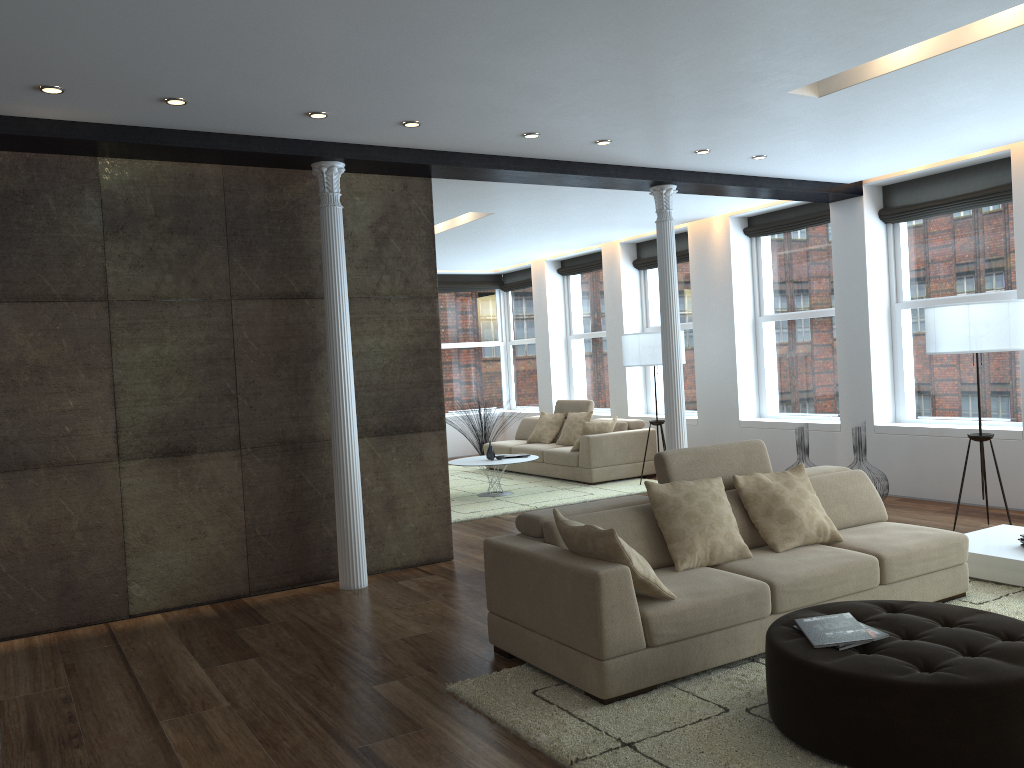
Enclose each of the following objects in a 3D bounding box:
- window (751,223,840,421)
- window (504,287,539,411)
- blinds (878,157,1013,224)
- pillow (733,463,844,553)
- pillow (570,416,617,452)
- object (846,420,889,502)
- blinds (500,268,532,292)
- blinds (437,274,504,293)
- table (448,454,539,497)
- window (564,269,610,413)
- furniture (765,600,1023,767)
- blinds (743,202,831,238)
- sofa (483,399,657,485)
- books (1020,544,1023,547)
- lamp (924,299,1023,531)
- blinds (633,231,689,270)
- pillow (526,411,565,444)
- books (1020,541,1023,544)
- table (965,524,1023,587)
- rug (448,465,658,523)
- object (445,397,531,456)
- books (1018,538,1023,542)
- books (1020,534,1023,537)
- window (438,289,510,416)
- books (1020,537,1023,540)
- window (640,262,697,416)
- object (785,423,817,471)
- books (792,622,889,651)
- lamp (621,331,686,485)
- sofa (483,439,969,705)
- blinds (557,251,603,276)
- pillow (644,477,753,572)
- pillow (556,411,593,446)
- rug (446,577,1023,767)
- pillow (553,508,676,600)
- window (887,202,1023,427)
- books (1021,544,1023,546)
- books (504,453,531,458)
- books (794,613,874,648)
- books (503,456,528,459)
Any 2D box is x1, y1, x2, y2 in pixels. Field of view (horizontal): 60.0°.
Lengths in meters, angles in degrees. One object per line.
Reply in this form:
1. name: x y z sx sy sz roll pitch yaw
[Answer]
1. window: 3.184 -0.731 9.680 0.123 2.400 1.391 -4 2 -30
2. window: 2.518 -0.395 23.015 34.761 17.917 13.698 -4 2 -30
3. blinds: 3.978 -1.754 8.056 0.183 0.395 1.431 -4 2 -30
4. pillow: 1.522 0.683 4.939 0.519 0.416 0.368 -4 1 -26
5. pillow: 0.978 0.594 10.543 0.518 0.393 0.395 -4 2 -34
6. object: 3.170 0.720 8.064 0.458 0.781 0.458 -4 2 -31
7. blinds: 0.193 -1.723 14.517 0.156 0.327 1.377 -4 2 -30
8. blinds: -0.768 -1.682 14.751 1.442 0.312 0.155 -4 2 -30
9. table: -0.197 1.043 9.938 1.022 0.393 1.022 -3 1 14
10. window: 1.225 -0.697 13.010 0.123 2.400 1.444 -4 2 -30
11. furniture: 1.516 1.117 3.379 1.057 0.355 1.057 -4 2 -29
12. blinds: 3.069 -1.799 9.624 0.156 0.275 1.396 -4 2 -30
13. sofa: 0.664 0.697 11.534 1.018 0.950 2.581 -4 2 -30
14. books: 3.200 0.980 5.254 0.220 0.010 0.300 -3 1 5
15. lamp: 3.550 0.252 6.729 0.698 1.728 0.698 -3 1 -7
16. blinds: 2.024 -1.722 11.408 0.156 0.393 1.342 -4 2 -30
17. pillow: 0.468 0.581 11.850 0.368 0.416 0.519 -4 2 -35
18. books: 3.199 0.961 5.254 0.220 0.010 0.300 -3 1 5
19. table: 3.201 1.066 5.444 0.900 0.170 0.900 -4 2 -30
20. rug: -0.408 1.238 10.920 2.972 0.020 4.231 -4 2 -30
21. object: -0.440 0.675 12.987 1.119 1.014 1.125 -5 2 -44
22. books: 3.198 0.941 5.254 0.220 0.010 0.300 -3 1 -5
23. books: 3.197 0.922 5.253 0.220 0.010 0.300 -3 1 5
24. window: -0.739 -0.629 14.858 1.474 2.400 0.123 -4 2 -30
25. books: 3.223 0.930 5.251 0.220 0.010 0.300 -4 1 -15
26. window: 2.135 -0.713 11.463 0.123 2.400 1.345 -4 2 -30
27. object: 2.746 0.738 8.356 0.458 0.781 0.458 -4 2 -31
28. books: 1.260 0.953 3.414 0.219 0.031 0.300 -4 1 -15
29. lamp: 1.629 0.284 9.995 0.698 1.728 0.698 -3 1 -7
30. sofa: 1.210 0.824 4.754 2.581 0.950 1.021 -4 2 -30
31. blinds: 1.112 -1.765 12.951 0.156 0.275 1.442 -4 2 -30
32. pillow: 0.977 0.710 4.634 0.534 0.439 0.301 -4 1 -27
33. pillow: 0.796 0.565 11.318 0.301 0.439 0.534 -4 2 -34
34. rug: 2.273 1.250 3.850 4.231 0.020 2.972 -4 2 -30
35. pillow: 0.445 0.776 4.044 0.395 0.393 0.518 -4 1 -27
36. window: 4.102 -0.746 8.119 0.123 2.400 1.432 -4 2 -30
37. books: 3.225 0.969 5.252 0.220 0.010 0.300 -3 1 -10
38. books: 0.037 0.815 10.086 0.300 0.010 0.220 -4 1 -15
39. books: 1.234 0.947 3.416 0.220 0.040 0.301 -3 1 4
40. books: 0.035 0.825 10.061 0.300 0.010 0.220 -3 1 5
